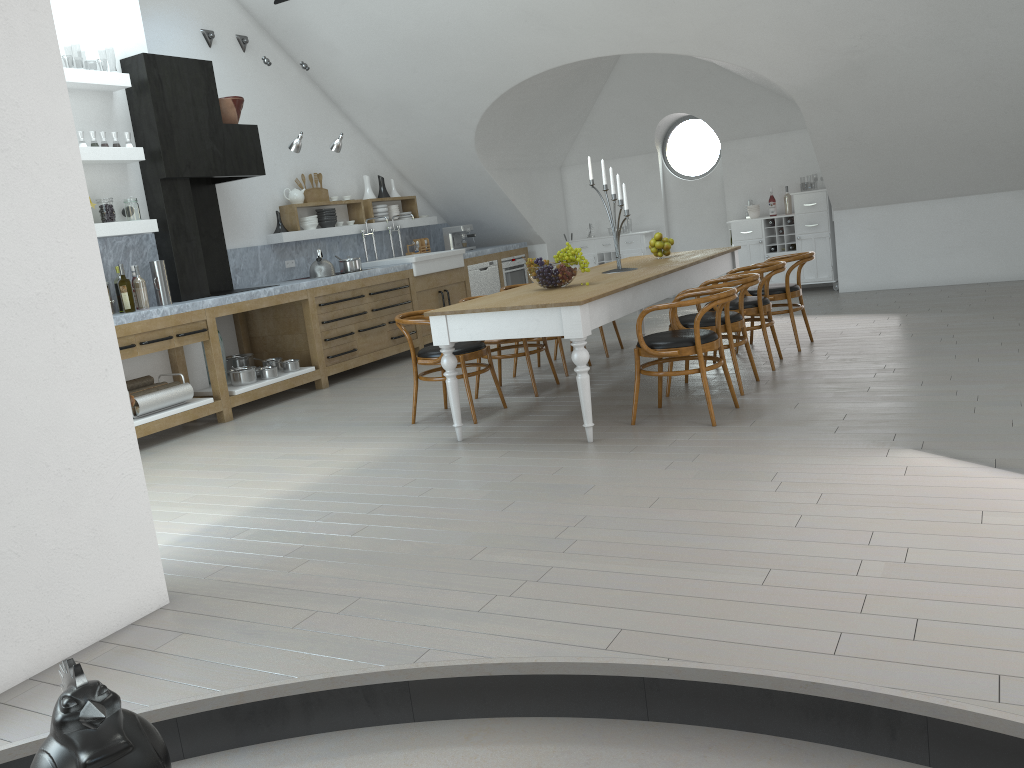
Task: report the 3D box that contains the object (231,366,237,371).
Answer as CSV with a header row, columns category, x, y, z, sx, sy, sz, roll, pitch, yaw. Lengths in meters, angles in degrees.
category,x,y,z,sx,sy,sz,roll,pitch,yaw
object,-2.213,-0.090,7.253,0.051,0.151,0.191,-2,11,29

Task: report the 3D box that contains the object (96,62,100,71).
category,x,y,z,sx,sy,sz,roll,pitch,yaw
object,-3.065,-2.306,6.497,0.095,0.093,0.094,-12,11,-27

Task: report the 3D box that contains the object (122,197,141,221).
category,x,y,z,sx,sy,sz,roll,pitch,yaw
object,-2.868,-1.314,6.676,0.103,0.177,0.207,-15,12,-37

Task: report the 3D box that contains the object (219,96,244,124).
category,x,y,z,sx,sy,sz,roll,pitch,yaw
object,-2.453,-2.302,7.559,0.349,0.235,0.366,-16,13,-42

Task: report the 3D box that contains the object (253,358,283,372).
category,x,y,z,sx,sy,sz,roll,pitch,yaw
object,-2.153,-0.175,7.892,0.182,0.133,0.309,-14,12,-35

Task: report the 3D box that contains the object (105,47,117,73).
category,x,y,z,sx,sy,sz,roll,pitch,yaw
object,-2.940,-2.371,6.507,0.063,0.186,0.063,-8,9,-2

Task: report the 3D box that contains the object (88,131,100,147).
category,x,y,z,sx,sy,sz,roll,pitch,yaw
object,-3.021,-1.762,6.401,0.064,0.124,0.068,-3,10,23

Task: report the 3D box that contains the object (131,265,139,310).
category,x,y,z,sx,sy,sz,roll,pitch,yaw
object,-2.812,-0.723,6.647,0.081,0.328,0.081,-13,11,-32

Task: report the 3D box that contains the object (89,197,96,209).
category,x,y,z,sx,sy,sz,roll,pitch,yaw
object,-3.062,-1.232,6.316,0.128,0.198,0.164,-3,10,24

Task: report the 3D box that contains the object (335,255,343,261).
category,x,y,z,sx,sy,sz,roll,pitch,yaw
object,-1.657,-1.202,8.792,0.235,0.166,0.051,-3,10,25

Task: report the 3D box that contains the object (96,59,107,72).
category,x,y,z,sx,sy,sz,roll,pitch,yaw
object,-2.982,-2.312,6.461,0.071,0.098,0.071,-8,9,-6

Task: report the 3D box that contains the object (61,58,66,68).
category,x,y,z,sx,sy,sz,roll,pitch,yaw
object,-3.197,-2.244,6.259,0.095,0.093,0.094,-12,11,-27

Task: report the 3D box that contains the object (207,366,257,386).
category,x,y,z,sx,sy,sz,roll,pitch,yaw
object,-2.288,-0.067,7.336,0.378,0.163,0.224,-4,10,19

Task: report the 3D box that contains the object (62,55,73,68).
category,x,y,z,sx,sy,sz,roll,pitch,yaw
object,-3.114,-2.251,6.222,0.071,0.098,0.071,-8,9,-6

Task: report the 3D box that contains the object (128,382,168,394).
category,x,y,z,sx,sy,sz,roll,pitch,yaw
object,-2.690,0.064,6.489,0.101,0.086,0.364,-2,11,27

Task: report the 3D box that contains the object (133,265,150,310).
category,x,y,z,sx,sy,sz,roll,pitch,yaw
object,-2.749,-0.713,6.556,0.085,0.329,0.085,0,11,38

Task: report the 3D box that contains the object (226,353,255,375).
category,x,y,z,sx,sy,sz,roll,pitch,yaw
object,-2.546,-0.171,7.984,0.456,0.196,0.269,-12,11,-25

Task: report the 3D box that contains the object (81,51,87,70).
category,x,y,z,sx,sy,sz,roll,pitch,yaw
object,-3.109,-2.326,6.428,0.048,0.168,0.048,-1,11,37

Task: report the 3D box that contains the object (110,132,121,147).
category,x,y,z,sx,sy,sz,roll,pitch,yaw
object,-2.937,-1.804,6.565,0.064,0.124,0.068,-3,10,23

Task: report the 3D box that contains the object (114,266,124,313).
category,x,y,z,sx,sy,sz,roll,pitch,yaw
object,-2.835,-0.686,6.442,0.092,0.337,0.092,-15,12,-42

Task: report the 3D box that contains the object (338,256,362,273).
category,x,y,z,sx,sy,sz,roll,pitch,yaw
object,-1.586,-1.195,8.848,0.232,0.169,0.396,-6,10,10

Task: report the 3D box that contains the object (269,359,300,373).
category,x,y,z,sx,sy,sz,roll,pitch,yaw
object,-1.967,-0.162,7.736,0.260,0.112,0.154,-2,11,29

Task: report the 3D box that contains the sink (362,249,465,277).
category,x,y,z,sx,sy,sz,roll,pitch,yaw
sink,-1.065,-1.308,9.730,0.727,0.201,1.026,-2,12,29

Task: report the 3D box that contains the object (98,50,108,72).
category,x,y,z,sx,sy,sz,roll,pitch,yaw
object,-3.002,-2.362,6.522,0.054,0.178,0.054,-7,9,6

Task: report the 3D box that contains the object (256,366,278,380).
category,x,y,z,sx,sy,sz,roll,pitch,yaw
object,-2.092,-0.096,7.466,0.260,0.112,0.154,-4,10,19

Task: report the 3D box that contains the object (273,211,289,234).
category,x,y,z,sx,sy,sz,roll,pitch,yaw
object,-2.279,-1.589,8.685,0.156,0.217,0.157,-6,10,11

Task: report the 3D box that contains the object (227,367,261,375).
category,x,y,z,sx,sy,sz,roll,pitch,yaw
object,-2.303,-0.100,7.631,0.508,0.052,0.265,-6,10,6

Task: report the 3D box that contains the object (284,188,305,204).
category,x,y,z,sx,sy,sz,roll,pitch,yaw
object,-2.177,-1.888,8.907,0.174,0.168,0.169,-5,10,13

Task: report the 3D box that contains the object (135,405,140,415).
category,x,y,z,sx,sy,sz,roll,pitch,yaw
object,-2.556,0.144,6.475,0.067,0.067,0.425,-3,11,27

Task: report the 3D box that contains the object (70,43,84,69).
category,x,y,z,sx,sy,sz,roll,pitch,yaw
object,-3.072,-2.310,6.269,0.063,0.186,0.063,-8,9,-2

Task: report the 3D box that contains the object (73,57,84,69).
category,x,y,z,sx,sy,sz,roll,pitch,yaw
object,-3.109,-2.279,6.353,0.082,0.105,0.082,-8,9,-2

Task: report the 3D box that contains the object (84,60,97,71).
category,x,y,z,sx,sy,sz,roll,pitch,yaw
object,-3.043,-2.288,6.409,0.077,0.085,0.077,-12,11,-27

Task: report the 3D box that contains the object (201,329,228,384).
category,x,y,z,sx,sy,sz,roll,pitch,yaw
object,-2.580,-0.258,7.605,0.231,0.496,0.231,-11,10,-19

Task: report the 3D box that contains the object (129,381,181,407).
category,x,y,z,sx,sy,sz,roll,pitch,yaw
object,-2.608,0.071,6.478,0.092,0.093,0.439,-3,11,27

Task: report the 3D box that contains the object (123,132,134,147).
category,x,y,z,sx,sy,sz,roll,pitch,yaw
object,-2.884,-1.828,6.661,0.064,0.124,0.068,-3,10,23

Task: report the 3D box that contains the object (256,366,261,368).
category,x,y,z,sx,sy,sz,roll,pitch,yaw
object,-2.240,-0.119,7.685,0.061,0.035,0.170,-2,12,29

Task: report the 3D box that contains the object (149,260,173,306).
category,x,y,z,sx,sy,sz,roll,pitch,yaw
object,-2.685,-0.767,6.751,0.114,0.338,0.165,-2,11,32

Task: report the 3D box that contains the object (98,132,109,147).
category,x,y,z,sx,sy,sz,roll,pitch,yaw
object,-2.989,-1.783,6.490,0.064,0.124,0.068,-3,10,23

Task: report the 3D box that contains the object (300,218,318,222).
category,x,y,z,sx,sy,sz,roll,pitch,yaw
object,-2.066,-1.646,9.027,0.182,0.069,0.181,-17,14,-42

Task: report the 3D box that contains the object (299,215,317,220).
category,x,y,z,sx,sy,sz,roll,pitch,yaw
object,-2.069,-1.674,9.024,0.181,0.076,0.181,-12,11,-22

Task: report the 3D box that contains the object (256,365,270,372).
category,x,y,z,sx,sy,sz,roll,pitch,yaw
object,-2.180,-0.122,7.642,0.041,0.045,0.248,-2,12,28

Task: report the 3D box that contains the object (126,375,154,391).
category,x,y,z,sx,sy,sz,roll,pitch,yaw
object,-2.764,0.017,6.478,0.104,0.102,0.293,-3,11,27

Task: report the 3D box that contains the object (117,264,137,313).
category,x,y,z,sx,sy,sz,roll,pitch,yaw
object,-2.766,-0.682,6.345,0.092,0.357,0.093,-10,9,-16

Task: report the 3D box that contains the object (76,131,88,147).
category,x,y,z,sx,sy,sz,roll,pitch,yaw
object,-3.075,-1.743,6.335,0.064,0.124,0.068,-3,10,23

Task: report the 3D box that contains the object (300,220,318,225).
category,x,y,z,sx,sy,sz,roll,pitch,yaw
object,-2.064,-1.623,9.028,0.181,0.065,0.181,-12,11,-22

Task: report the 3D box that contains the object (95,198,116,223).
category,x,y,z,sx,sy,sz,roll,pitch,yaw
object,-2.969,-1.269,6.489,0.120,0.182,0.120,2,13,44

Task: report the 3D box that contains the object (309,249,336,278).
category,x,y,z,sx,sy,sz,roll,pitch,yaw
object,-1.817,-1.153,8.424,0.246,0.266,0.247,0,12,39

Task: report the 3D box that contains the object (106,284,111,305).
category,x,y,z,sx,sy,sz,roll,pitch,yaw
object,-2.856,-0.635,6.174,0.092,0.357,0.093,-12,10,-26

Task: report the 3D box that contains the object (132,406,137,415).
category,x,y,z,sx,sy,sz,roll,pitch,yaw
object,-2.628,0.148,6.513,0.067,0.067,0.425,-3,11,27

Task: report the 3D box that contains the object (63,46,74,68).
category,x,y,z,sx,sy,sz,roll,pitch,yaw
object,-3.133,-2.301,6.284,0.054,0.178,0.054,-7,9,6

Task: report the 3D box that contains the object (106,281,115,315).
category,x,y,z,sx,sy,sz,roll,pitch,yaw
object,-2.965,-0.627,6.346,0.185,0.285,0.184,-14,11,-36

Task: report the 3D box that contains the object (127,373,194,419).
category,x,y,z,sx,sy,sz,roll,pitch,yaw
object,-2.705,0.090,6.556,0.429,0.230,0.530,-2,11,27
